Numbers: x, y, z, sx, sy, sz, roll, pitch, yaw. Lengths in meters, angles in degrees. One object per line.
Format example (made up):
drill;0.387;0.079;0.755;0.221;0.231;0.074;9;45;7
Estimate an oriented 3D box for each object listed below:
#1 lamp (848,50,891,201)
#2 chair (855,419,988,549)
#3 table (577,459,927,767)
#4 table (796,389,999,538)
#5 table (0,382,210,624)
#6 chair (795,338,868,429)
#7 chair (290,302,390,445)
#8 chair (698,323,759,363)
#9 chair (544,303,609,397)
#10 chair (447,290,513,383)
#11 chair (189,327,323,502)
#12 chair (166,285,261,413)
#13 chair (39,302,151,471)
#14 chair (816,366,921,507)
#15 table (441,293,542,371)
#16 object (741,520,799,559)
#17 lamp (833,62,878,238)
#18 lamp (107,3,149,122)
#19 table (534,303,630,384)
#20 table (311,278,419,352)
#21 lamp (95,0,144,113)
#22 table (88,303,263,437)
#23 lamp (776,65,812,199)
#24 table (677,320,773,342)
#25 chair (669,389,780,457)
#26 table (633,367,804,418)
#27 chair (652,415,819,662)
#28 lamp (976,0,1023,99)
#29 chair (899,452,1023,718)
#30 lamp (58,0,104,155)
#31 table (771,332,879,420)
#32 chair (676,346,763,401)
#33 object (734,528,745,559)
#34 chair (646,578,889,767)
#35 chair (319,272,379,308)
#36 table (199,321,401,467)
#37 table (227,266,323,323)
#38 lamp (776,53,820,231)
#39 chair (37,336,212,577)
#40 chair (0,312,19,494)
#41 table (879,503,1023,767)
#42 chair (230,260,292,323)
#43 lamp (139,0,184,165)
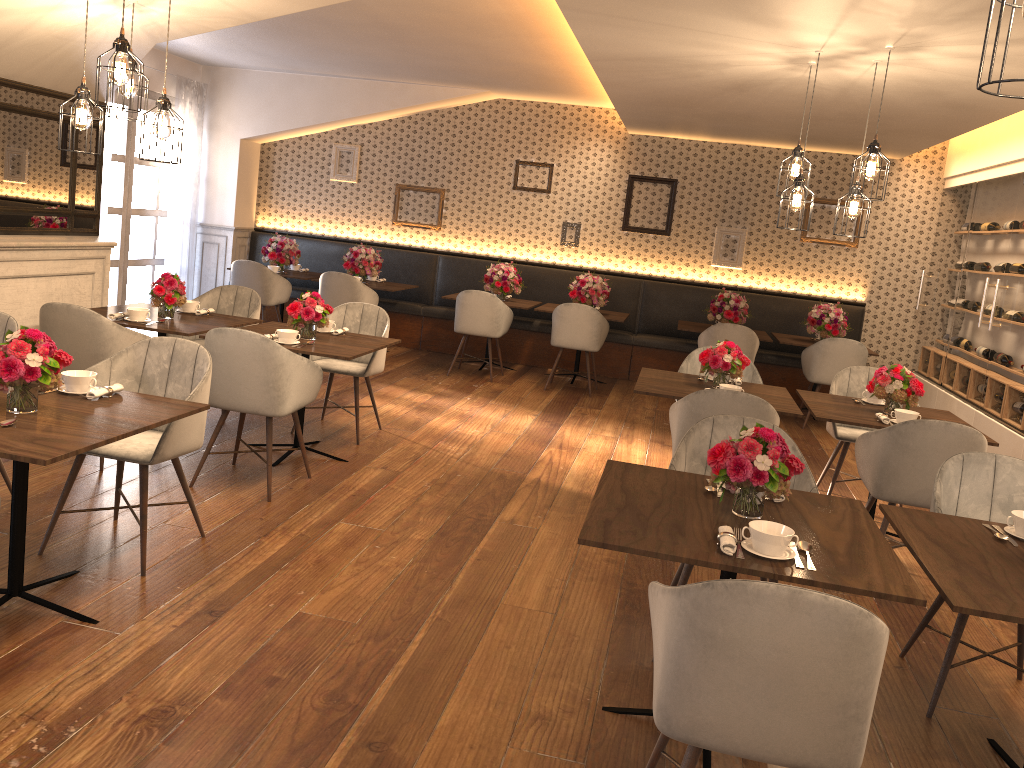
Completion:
lamp;1.987;-1.988;4.549;0.175;2.056;0.176;8;7;12
chair;1.995;0.556;4.379;0.566;0.866;0.529;8;8;10
table;0.662;0.767;2.806;0.897;0.716;0.902;8;9;10
table;2.080;0.520;5.050;0.897;0.716;0.902;8;9;10
table;-1.728;0.437;3.102;0.897;0.716;0.902;8;9;10
chair;2.931;-0.016;8.100;0.566;0.866;0.529;8;8;10
chair;-1.130;-0.101;6.000;0.566;0.866;0.529;8;8;10
chair;1.996;-0.156;8.274;0.566;0.866;0.529;8;8;10
chair;0.617;-0.362;8.530;0.566;0.866;0.529;8;8;10
chair;-0.318;-0.502;8.704;0.566;0.866;0.529;8;8;10
chair;-1.359;0.110;4.698;0.566;0.866;0.529;8;8;10
chair;-2.064;-0.241;6.174;0.566;0.866;0.529;8;8;10
chair;-2.293;-0.029;4.872;0.566;0.866;0.529;8;8;10
chair;2.270;0.352;5.672;0.566;0.866;0.529;8;8;10
table;-0.233;-0.538;9.376;0.897;0.716;0.902;8;9;10
object;0.715;0.434;2.456;0.148;0.072;0.149;5;10;-12
lamp;2.029;-1.850;4.893;0.175;2.056;0.176;8;7;12
lamp;-1.774;-2.312;4.220;0.175;2.056;0.176;8;7;12
table;0.702;-0.399;9.202;0.897;0.716;0.902;8;9;10
table;-1.612;-0.745;9.632;0.897;0.716;0.902;8;9;10
lamp;-1.561;-2.182;3.643;0.175;2.056;0.176;8;7;12
table;-2.208;-0.066;5.544;0.897;0.716;0.902;8;9;10
lamp;1.774;-2.118;5.126;0.175;2.056;0.176;8;7;12
table;2.081;-0.192;8.945;0.897;0.716;0.902;8;9;10
chair;1.061;0.417;4.553;0.566;0.866;0.529;8;8;10
table;1.146;0.380;5.224;0.897;0.716;0.902;8;9;10
chair;0.851;0.598;3.428;0.566;0.866;0.529;8;8;10
lamp;1.033;-1.527;1.425;0.175;2.056;0.176;8;7;12
chair;1.786;0.738;3.255;0.566;0.866;0.529;8;8;10
lamp;-1.860;-2.072;3.923;0.175;2.056;0.176;8;7;12
table;3.016;-0.053;8.771;0.897;0.716;0.902;8;9;10
chair;1.335;0.212;5.846;0.566;0.866;0.529;8;8;10
object;0.636;0.444;2.483;0.025;0.024;0.194;8;10;10
chair;0.577;0.803;2.135;0.566;0.866;0.529;8;8;10
chair;-1.697;-0.708;8.961;0.566;0.866;0.529;8;8;10
table;-1.274;0.074;5.370;0.897;0.716;0.902;8;9;10
table;-2.547;-0.885;9.806;0.897;0.716;0.902;8;9;10
lamp;1.688;-1.877;4.829;0.175;2.056;0.176;8;7;12
chair;-1.584;0.261;3.733;0.566;0.866;0.529;8;8;10
chair;-2.518;0.121;3.907;0.566;0.866;0.529;8;8;10
table;1.597;0.907;2.632;0.897;0.716;0.902;8;9;10
chair;-2.632;-0.848;9.135;0.566;0.866;0.529;8;8;10
lamp;-1.519;-2.044;3.988;0.175;2.056;0.176;8;7;12
